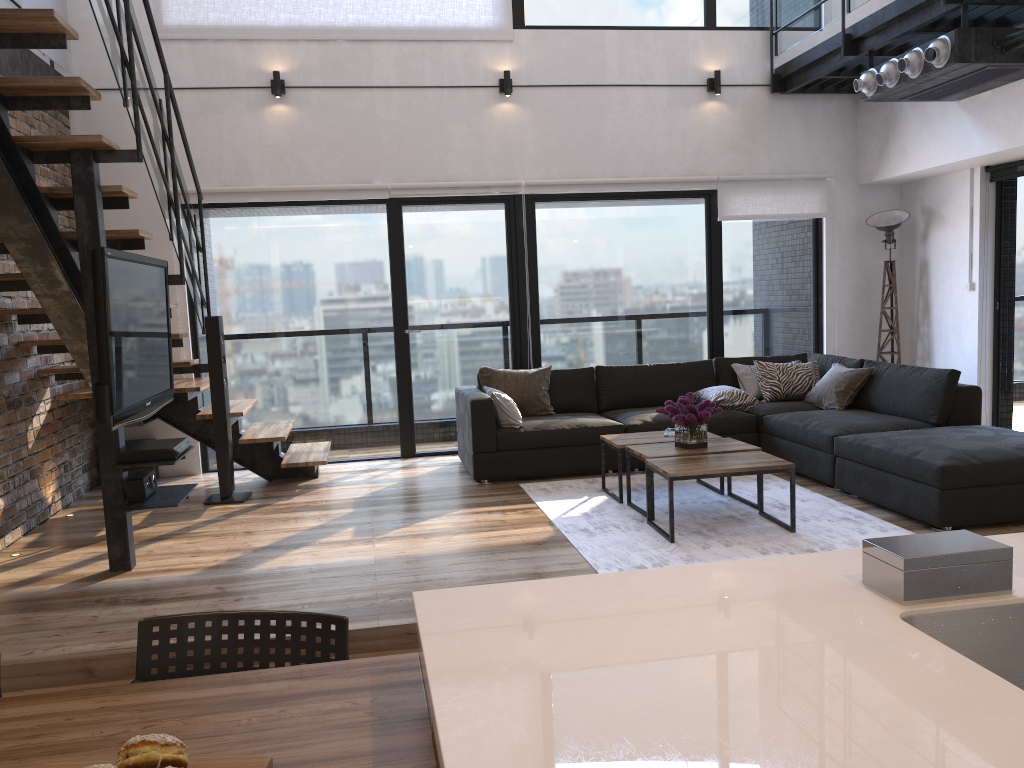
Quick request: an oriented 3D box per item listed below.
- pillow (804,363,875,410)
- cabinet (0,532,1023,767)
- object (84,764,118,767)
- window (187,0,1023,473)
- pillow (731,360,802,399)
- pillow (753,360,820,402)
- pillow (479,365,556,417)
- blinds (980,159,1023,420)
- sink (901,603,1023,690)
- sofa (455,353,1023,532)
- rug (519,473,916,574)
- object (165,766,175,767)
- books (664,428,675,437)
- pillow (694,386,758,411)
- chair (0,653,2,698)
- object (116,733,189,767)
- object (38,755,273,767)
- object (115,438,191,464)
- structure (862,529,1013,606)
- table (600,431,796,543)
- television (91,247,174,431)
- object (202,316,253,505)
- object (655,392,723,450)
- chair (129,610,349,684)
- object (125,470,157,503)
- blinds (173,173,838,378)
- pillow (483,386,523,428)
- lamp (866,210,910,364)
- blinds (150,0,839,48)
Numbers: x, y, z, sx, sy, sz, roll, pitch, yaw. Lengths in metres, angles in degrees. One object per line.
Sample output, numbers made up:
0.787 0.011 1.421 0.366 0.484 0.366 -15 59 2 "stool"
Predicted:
2.315 0.023 6.325 0.273 0.309 0.546 -4 6 -10 "pillow"
0.847 -0.094 0.596 9.114 2.876 2.470 -3 6 -9 "cabinet"
-0.554 0.544 1.170 0.099 0.065 0.093 -1 6 15 "object"
0.157 -1.873 5.242 13.395 5.576 5.655 -3 6 -9 "window"
2.012 -0.020 6.841 0.611 0.294 0.234 -3 6 -9 "pillow"
2.100 -0.033 6.696 0.531 0.315 0.250 -3 6 -6 "pillow"
0.026 0.056 6.541 0.609 0.383 0.264 -3 6 -9 "pillow"
4.604 -0.464 4.868 3.860 2.055 1.826 1 7 35 "blinds"
0.988 0.473 1.295 0.706 0.203 0.405 -3 6 -9 "sink"
1.314 0.284 5.644 3.043 0.701 2.994 -3 6 -9 "sofa"
1.030 0.709 4.994 1.636 0.003 2.110 -3 6 -9 "rug"
-0.462 0.540 1.164 0.089 0.064 0.094 1 7 29 "object"
1.063 0.299 5.511 0.228 0.013 0.294 -1 6 11 "books"
1.553 0.108 6.590 0.356 0.178 0.530 -4 6 -11 "pillow"
-1.219 0.955 1.598 0.519 0.770 0.539 -4 6 -9 "chair"
-0.500 0.524 1.233 0.097 0.086 0.086 -3 6 -6 "object"
-0.528 0.581 1.211 0.347 0.024 0.223 -2 6 1 "object"
-1.736 0.322 4.318 0.275 0.058 0.359 -3 6 -9 "object"
0.872 -0.061 1.483 0.507 0.814 0.392 1 7 30 "structure"
1.010 0.532 5.011 0.697 0.351 1.296 -3 6 -9 "table"
-1.811 -0.220 4.237 0.136 0.784 1.205 -4 6 -9 "television"
-1.892 0.164 5.766 0.271 1.208 0.270 -3 6 -4 "object"
1.010 0.185 4.996 0.341 0.343 0.374 -3 6 -8 "object"
-0.588 0.912 1.763 0.519 0.770 0.539 -2 6 6 "chair"
-1.808 0.497 4.330 0.088 0.112 0.246 -4 6 -9 "object"
0.158 -0.584 7.060 5.368 2.047 0.095 -3 6 -9 "blinds"
-0.063 0.160 6.193 0.212 0.266 0.498 -3 6 -9 "pillow"
2.732 -0.484 7.141 1.467 1.830 0.424 -5 7 -24 "lamp"
-2.211 -3.169 5.442 10.196 2.981 1.993 -6 7 -31 "blinds"
